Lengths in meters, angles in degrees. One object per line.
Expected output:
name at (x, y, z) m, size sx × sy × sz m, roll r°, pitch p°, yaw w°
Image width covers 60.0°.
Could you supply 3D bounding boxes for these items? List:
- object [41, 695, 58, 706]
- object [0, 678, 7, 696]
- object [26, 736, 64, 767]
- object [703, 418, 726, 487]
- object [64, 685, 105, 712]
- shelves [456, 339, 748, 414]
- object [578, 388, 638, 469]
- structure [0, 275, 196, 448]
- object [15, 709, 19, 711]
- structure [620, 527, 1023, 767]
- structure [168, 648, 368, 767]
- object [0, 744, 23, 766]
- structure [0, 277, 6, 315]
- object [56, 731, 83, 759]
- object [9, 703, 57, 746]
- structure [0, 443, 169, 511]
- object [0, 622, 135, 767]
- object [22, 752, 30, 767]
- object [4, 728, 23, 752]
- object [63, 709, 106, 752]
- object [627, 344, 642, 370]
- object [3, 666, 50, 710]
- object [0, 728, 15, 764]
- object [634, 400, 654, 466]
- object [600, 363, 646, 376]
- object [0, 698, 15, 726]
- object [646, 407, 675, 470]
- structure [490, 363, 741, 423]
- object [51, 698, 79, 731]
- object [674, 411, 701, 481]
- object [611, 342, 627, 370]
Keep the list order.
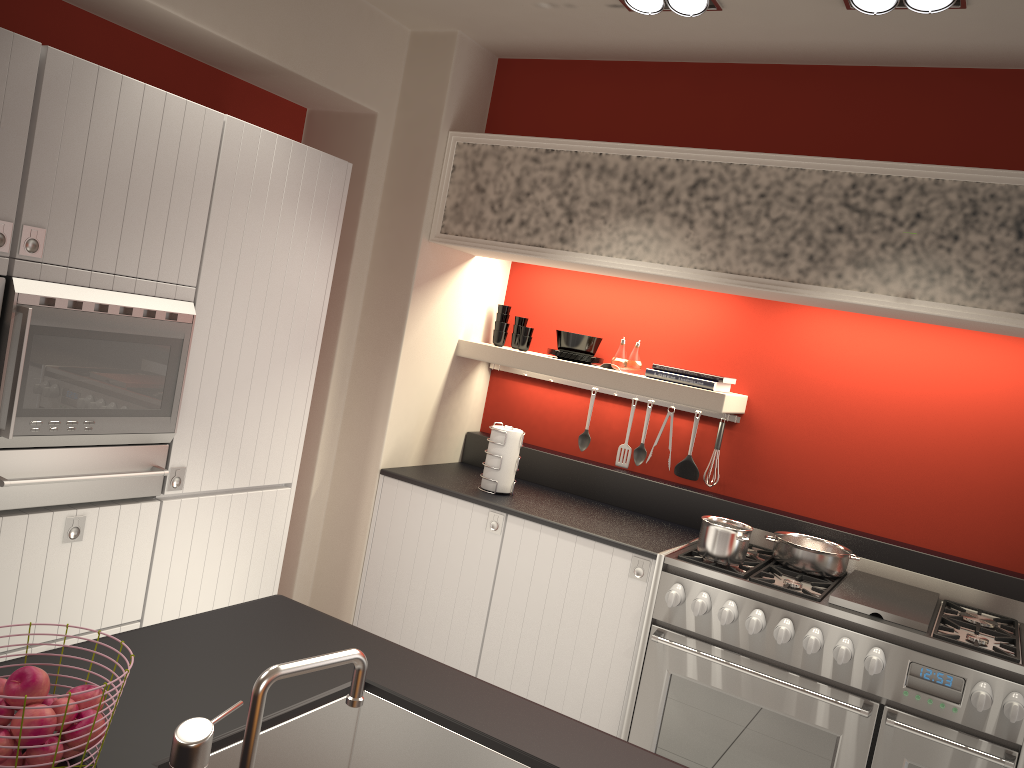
object at (-0.676, 0.477, 1.277) m, size 0.055 × 0.056 × 0.055 m, roll 14°, pitch 5°, yaw 38°
object at (-0.733, 0.445, 1.262) m, size 0.049 × 0.049 × 0.048 m, roll 13°, pitch 5°, yaw 36°
object at (-0.637, 0.503, 1.209) m, size 0.046 × 0.043 × 0.046 m, roll 9°, pitch 4°, yaw -21°
object at (0.943, 0.317, 4.094) m, size 0.069 × 0.328 × 0.069 m, roll 11°, pitch 4°, yaw 6°
object at (-0.629, 0.469, 1.299) m, size 0.056 × 0.050 × 0.055 m, roll 9°, pitch 4°, yaw -23°
shelves at (0.399, -0.045, 4.251) m, size 1.380 × 0.083 × 0.376 m, roll 13°, pitch 4°, yaw 29°
object at (0.471, 0.213, 4.355) m, size 0.287 × 0.351 × 0.022 m, roll 13°, pitch 4°, yaw 30°
structure at (-1.321, -0.064, 2.714) m, size 0.333 × 0.472 × 0.610 m, roll 13°, pitch 4°, yaw 29°
object at (-0.687, 0.441, 1.256) m, size 0.041 × 0.044 × 0.045 m, roll 11°, pitch 4°, yaw -2°
structure at (1.177, 1.244, 3.373) m, size 1.323 × 1.085 × 0.777 m, roll 13°, pitch 4°, yaw 29°
structure at (-0.356, 0.492, 1.271) m, size 0.183 × 0.249 × 0.224 m, roll 13°, pitch 4°, yaw 29°
object at (-0.696, 0.513, 1.197) m, size 0.062 × 0.057 × 0.061 m, roll 13°, pitch 4°, yaw 29°
structure at (-1.690, -0.096, 2.204) m, size 0.453 × 0.470 × 0.623 m, roll 13°, pitch 4°, yaw 29°
object at (-0.645, 0.521, 1.297) m, size 0.050 × 0.049 × 0.049 m, roll 10°, pitch 4°, yaw -5°
object at (-0.644, 0.460, 1.194) m, size 0.051 × 0.055 × 0.056 m, roll 14°, pitch 5°, yaw 43°
structure at (-1.312, 0.278, 2.699) m, size 0.129 × 0.177 × 0.617 m, roll 13°, pitch 4°, yaw 29°
object at (-0.673, 0.460, 1.239) m, size 0.248 × 0.168 × 0.248 m, roll 12°, pitch 4°, yaw 17°
object at (-0.665, 0.527, 1.238) m, size 0.040 × 0.039 × 0.039 m, roll 10°, pitch 4°, yaw -12°
object at (-0.716, 0.511, 1.251) m, size 0.050 × 0.049 × 0.049 m, roll 10°, pitch 4°, yaw -5°
object at (-0.607, 0.492, 1.260) m, size 0.055 × 0.056 × 0.055 m, roll 14°, pitch 5°, yaw 38°
object at (0.582, -0.119, 4.199) m, size 0.077 × 0.134 × 0.076 m, roll 12°, pitch 4°, yaw 12°
object at (-0.665, 0.416, 1.217) m, size 0.056 × 0.058 × 0.056 m, roll 10°, pitch 4°, yaw -16°
object at (-0.681, 0.478, 1.164) m, size 0.048 × 0.046 × 0.048 m, roll 10°, pitch 4°, yaw -12°
object at (0.637, 0.236, 4.265) m, size 0.067 × 0.323 × 0.022 m, roll 13°, pitch 4°, yaw 27°
object at (0.534, -0.070, 4.177) m, size 0.183 × 0.027 × 0.160 m, roll 8°, pitch 5°, yaw -33°
object at (-0.699, 0.449, 1.204) m, size 0.041 × 0.039 × 0.041 m, roll 7°, pitch 5°, yaw -45°
object at (0.723, 0.252, 4.219) m, size 0.124 × 0.296 × 0.009 m, roll 13°, pitch 4°, yaw 29°
structure at (0.471, 0.034, 4.392) m, size 1.355 × 0.034 × 0.054 m, roll 13°, pitch 4°, yaw 29°
object at (-0.633, 0.465, 1.248) m, size 0.041 × 0.044 × 0.045 m, roll 11°, pitch 4°, yaw -2°
object at (0.849, 0.288, 4.168) m, size 0.123 × 0.330 × 0.040 m, roll 13°, pitch 4°, yaw 29°
object at (0.508, -0.130, 4.150) m, size 0.076 × 0.131 × 0.077 m, roll 9°, pitch 4°, yaw -19°
